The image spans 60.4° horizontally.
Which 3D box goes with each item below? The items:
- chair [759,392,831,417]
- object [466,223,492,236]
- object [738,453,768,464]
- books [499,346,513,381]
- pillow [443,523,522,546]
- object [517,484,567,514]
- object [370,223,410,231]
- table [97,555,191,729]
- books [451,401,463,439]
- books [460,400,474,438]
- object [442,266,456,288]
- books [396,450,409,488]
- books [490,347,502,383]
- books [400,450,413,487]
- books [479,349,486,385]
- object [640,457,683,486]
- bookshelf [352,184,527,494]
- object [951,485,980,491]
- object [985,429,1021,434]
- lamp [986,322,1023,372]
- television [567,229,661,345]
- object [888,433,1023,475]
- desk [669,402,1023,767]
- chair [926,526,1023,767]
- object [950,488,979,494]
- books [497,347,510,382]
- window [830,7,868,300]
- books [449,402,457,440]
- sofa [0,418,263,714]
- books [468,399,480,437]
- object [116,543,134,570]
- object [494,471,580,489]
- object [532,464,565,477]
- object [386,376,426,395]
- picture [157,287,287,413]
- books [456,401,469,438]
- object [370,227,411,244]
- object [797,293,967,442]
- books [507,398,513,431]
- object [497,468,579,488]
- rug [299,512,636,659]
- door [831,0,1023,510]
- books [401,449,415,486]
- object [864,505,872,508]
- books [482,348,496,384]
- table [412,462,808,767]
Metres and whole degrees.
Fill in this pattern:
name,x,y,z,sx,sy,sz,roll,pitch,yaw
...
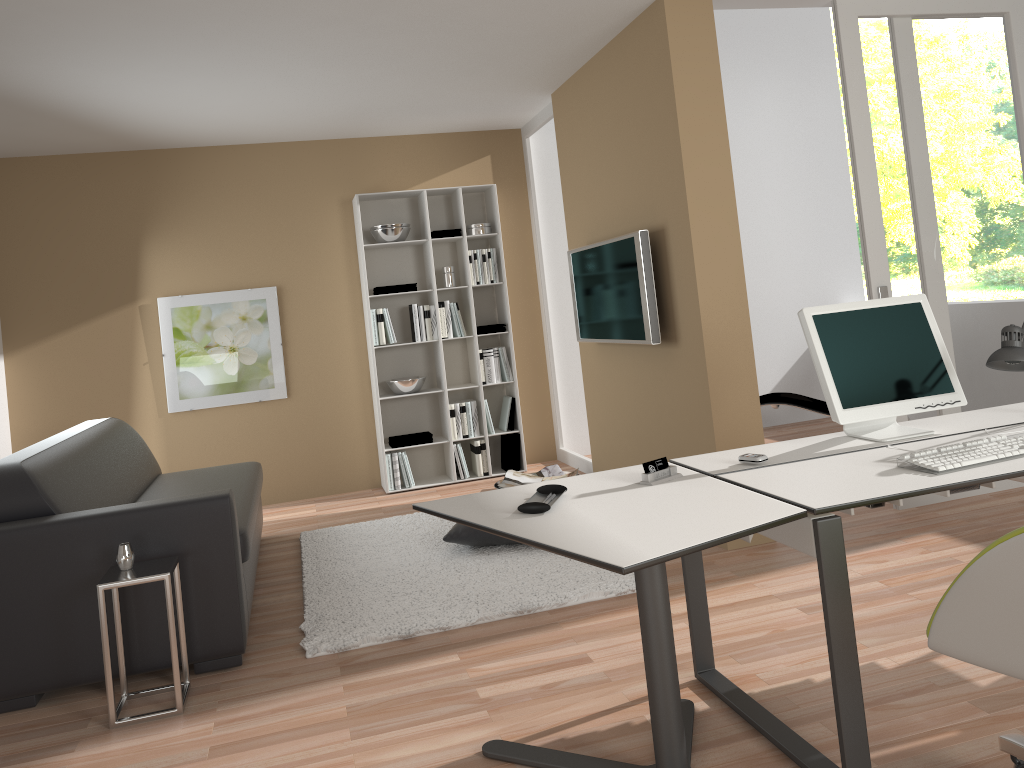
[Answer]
name,x,y,z,sx,sy,sz,roll,pitch,yaw
chair,2.099,0.038,6.273,1.427,0.827,0.696,-5,1,21
object,-0.249,-1.161,6.652,0.190,0.090,0.193,-4,4,28
object,0.709,0.219,2.586,0.047,0.021,0.084,-9,5,-35
books,-0.055,-0.154,6.621,0.060,0.260,0.207,-6,1,-14
pillow,-0.001,0.721,4.563,0.607,0.210,0.585,-5,4,11
object,0.084,0.308,2.366,0.089,0.030,0.217,-5,5,16
object,-0.896,-1.113,6.504,0.297,0.107,0.301,-3,6,41
table,-1.260,0.874,3.029,0.228,0.471,0.237,-6,-1,-14
books,-0.412,0.265,6.501,0.040,0.259,0.207,-6,1,-14
books,-0.332,0.255,6.520,0.040,0.259,0.207,-6,1,-13
object,-0.467,-0.793,6.536,0.093,0.162,0.093,-6,0,0
books,-0.797,0.607,6.377,0.060,0.260,0.207,-6,1,-14
books,-0.131,-0.144,6.606,0.040,0.259,0.207,-6,1,-14
books,-0.771,0.606,6.379,0.058,0.258,0.207,-6,1,-13
books,-0.248,-0.128,6.566,0.040,0.259,0.207,-6,1,-14
object,0.424,0.246,2.507,0.131,0.056,0.048,-9,3,-39
bookshelf,-0.545,-0.368,6.554,1.042,2.148,0.331,-6,-2,-14
object,1.479,0.339,2.967,0.120,0.002,0.133,-7,5,-14
object,1.573,0.147,2.572,0.141,0.080,0.369,-9,5,-35
lamp,1.596,-0.066,2.723,0.139,0.530,0.543,-8,0,41
television,0.548,-0.521,4.978,0.054,0.579,1.173,-6,3,-14
object,1.224,0.196,2.467,0.458,0.080,0.387,-8,5,-19
desk,1.405,0.504,2.601,1.606,0.688,0.803,-7,2,-14
chair,1.157,0.555,1.719,0.625,0.812,0.594,-7,1,-39
object,1.477,0.348,2.966,0.120,0.002,0.133,-7,5,-14
books,-0.080,-0.151,6.615,0.060,0.260,0.207,-6,1,-13
window,8.079,-2.964,8.995,2.089,5.961,12.018,-5,3,-31
books,-0.450,0.271,6.484,0.040,0.259,0.207,-6,1,-14
sofa,-1.725,0.625,4.248,0.954,0.835,2.257,-7,4,-14
books,-0.291,0.249,6.531,0.040,0.259,0.207,-6,1,-14
object,-1.346,0.601,3.063,0.058,0.086,0.057,-6,0,-44
object,0.174,0.671,5.832,0.589,0.063,0.582,-10,6,-39
object,0.218,0.646,5.873,0.344,0.097,0.498,-7,5,-14
object,-0.773,0.014,6.464,0.297,0.107,0.301,-3,6,41
picture,-2.068,-0.253,6.303,0.818,0.819,0.018,-7,-2,-14
books,-0.371,0.260,6.509,0.040,0.259,0.207,-6,1,-14
object,-0.893,-1.086,6.503,0.297,0.107,0.301,-3,6,41
object,1.182,-0.055,2.817,0.467,0.433,0.196,-7,-1,-14
books,-0.023,0.221,6.627,0.043,0.239,0.210,-6,1,-13
object,0.173,0.641,5.847,0.497,0.097,0.345,-5,5,16
rug,-0.340,0.869,4.429,1.454,0.045,2.023,-7,5,-14
door,2.376,-0.756,4.641,1.191,2.656,0.060,-6,-2,-14
books,-0.758,0.601,6.399,0.058,0.258,0.207,-6,1,-14
object,1.145,0.336,2.883,0.040,0.113,0.133,-6,2,-14
books,-0.187,-0.136,6.578,0.076,0.259,0.207,-6,1,-13
table,0.268,0.663,2.217,0.813,0.689,0.924,-7,3,-17
